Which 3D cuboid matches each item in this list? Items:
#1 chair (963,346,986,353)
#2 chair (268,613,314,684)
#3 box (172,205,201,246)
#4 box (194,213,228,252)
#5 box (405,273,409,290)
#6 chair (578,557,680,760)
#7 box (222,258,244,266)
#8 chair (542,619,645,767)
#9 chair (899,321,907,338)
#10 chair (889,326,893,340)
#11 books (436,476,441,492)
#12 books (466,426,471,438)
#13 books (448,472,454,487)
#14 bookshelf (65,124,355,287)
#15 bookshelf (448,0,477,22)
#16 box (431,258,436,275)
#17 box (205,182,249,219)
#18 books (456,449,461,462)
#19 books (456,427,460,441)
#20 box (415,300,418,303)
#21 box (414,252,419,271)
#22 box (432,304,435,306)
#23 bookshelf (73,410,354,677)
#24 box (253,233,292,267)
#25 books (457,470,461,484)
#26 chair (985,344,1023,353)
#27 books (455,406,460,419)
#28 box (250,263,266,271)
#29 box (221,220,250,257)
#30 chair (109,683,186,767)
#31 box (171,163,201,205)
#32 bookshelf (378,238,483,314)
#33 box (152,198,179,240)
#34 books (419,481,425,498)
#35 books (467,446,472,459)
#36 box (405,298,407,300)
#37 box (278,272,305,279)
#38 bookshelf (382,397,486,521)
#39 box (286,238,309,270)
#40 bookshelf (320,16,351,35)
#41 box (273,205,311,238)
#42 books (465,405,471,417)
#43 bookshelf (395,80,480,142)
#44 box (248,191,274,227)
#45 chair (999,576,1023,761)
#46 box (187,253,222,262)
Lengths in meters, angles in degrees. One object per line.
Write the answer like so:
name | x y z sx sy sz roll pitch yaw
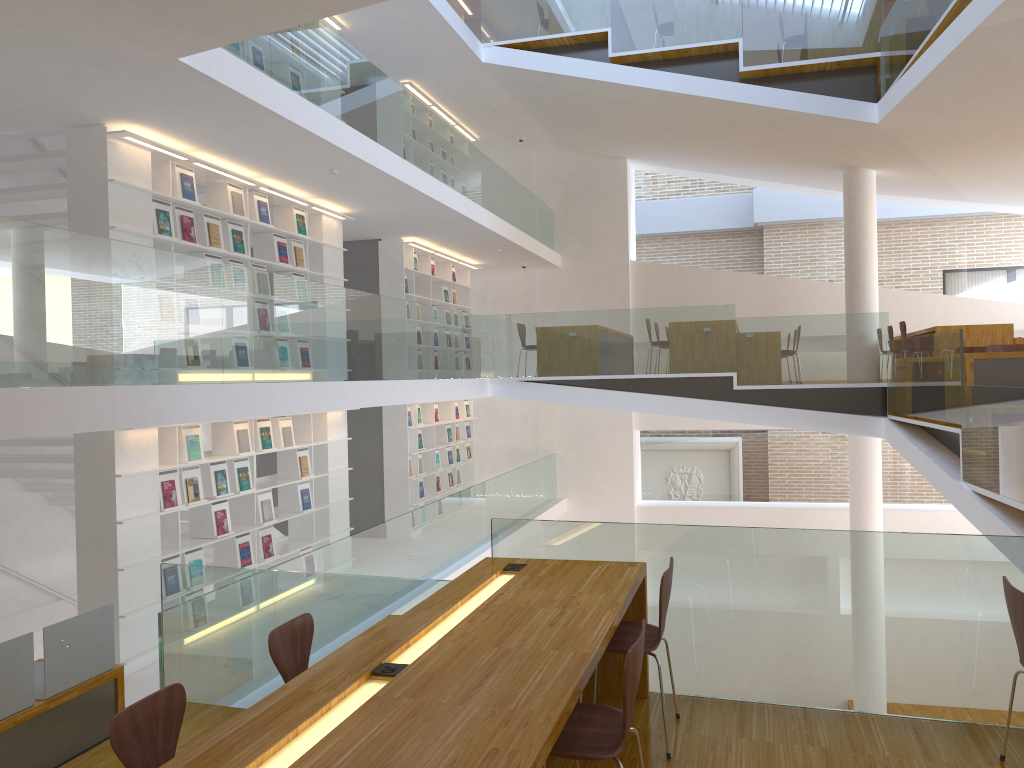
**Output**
chair | 4.540 -0.016 8.666 0.428 0.693 0.381 -1 0 15
chair | -0.824 1.410 3.938 0.381 0.693 0.428 -1 0 15
box | -2.680 -1.255 7.081 0.274 0.296 0.245 -1 0 15
box | -2.574 -1.259 7.424 0.274 0.296 0.245 -1 0 15
box | -1.496 -1.311 11.613 0.274 0.296 0.245 -1 0 15
chair | 0.464 1.068 3.583 0.381 0.693 0.428 -1 0 15
box | -2.477 -0.935 7.754 0.274 0.296 0.245 -1 0 15
chair | 0.209 1.079 2.646 0.381 0.693 0.428 -1 0 15
chair | 4.643 -0.371 10.123 0.381 0.693 0.428 -1 0 15
chair | 4.898 -0.383 11.060 0.381 0.693 0.428 -1 0 15
books | -1.054 1.426 12.629 0.037 0.210 0.145 -1 0 15
books | -0.685 0.767 14.018 0.037 0.210 0.145 -1 0 15
books | -0.903 1.423 13.170 0.037 0.210 0.145 -1 0 15
bookshelf | -2.413 -0.923 7.973 0.498 1.836 3.666 -1 0 15
bookshelf | -1.170 -5.045 12.832 0.498 1.836 2.984 -1 0 15
box | -1.222 -1.652 12.632 0.274 0.296 0.245 -1 0 15
box | -2.488 -1.592 7.761 0.274 0.296 0.245 -1 0 15
books | -0.823 1.094 13.488 0.037 0.210 0.145 -1 0 15
books | -0.830 0.757 13.501 0.037 0.210 0.145 -1 0 15
box | -1.388 -0.986 11.983 0.274 0.296 0.245 -1 0 15
box | -1.403 -1.643 11.978 0.274 0.296 0.245 -1 0 15
box | -1.204 -0.995 12.657 0.274 0.296 0.245 -1 0 15
bookshelf | -2.416 1.138 7.999 0.397 1.836 3.666 -1 0 15
box | -2.286 -1.275 8.477 0.274 0.296 0.245 -1 0 15
books | -0.816 1.419 13.490 0.037 0.210 0.145 -1 0 15
chair | 4.414 -0.008 7.783 0.428 0.693 0.381 -1 0 15
books | -0.837 0.443 13.499 0.037 0.210 0.145 -1 0 15
box | -2.379 -0.939 8.110 0.274 0.296 0.245 -1 0 15
box | -2.483 -1.264 7.757 0.274 0.296 0.245 -1 0 15
chair | -1.080 1.422 3.001 0.381 0.693 0.428 -1 0 15
box | -2.675 -1.584 7.076 0.274 0.296 0.245 -1 0 15
bookshelf | -1.078 -0.984 12.857 0.498 1.836 2.984 -1 0 15
box | -2.748 -1.253 6.785 0.274 0.296 0.245 -1 0 15
books | -1.225 1.430 11.989 0.037 0.210 0.145 -1 0 15
books | -0.677 1.092 14.024 0.037 0.210 0.145 -1 0 15
box | -1.486 -0.982 11.621 0.274 0.296 0.245 -1 0 15
box | -2.189 -0.948 8.809 0.274 0.296 0.245 -1 0 15
bookshelf | -1.031 1.076 12.869 0.498 1.836 2.984 -1 0 15
box | -2.197 -1.277 8.805 0.274 0.296 0.245 -1 0 15
bookshelf | -2.460 -2.969 7.961 0.498 1.836 3.666 -1 0 15
box | -2.191 -1.606 8.850 0.274 0.296 0.245 -1 0 15
books | -0.696 0.431 14.017 0.037 0.210 0.145 -1 0 15
bookshelf | -1.124 -3.030 12.844 0.498 1.836 2.984 -1 0 15
box | -2.378 -1.598 8.164 0.274 0.296 0.245 -1 0 15
chair | 1.915 1.038 3.016 0.381 0.693 0.428 -1 0 15
box | -2.566 -0.931 7.427 0.274 0.296 0.245 -1 0 15
